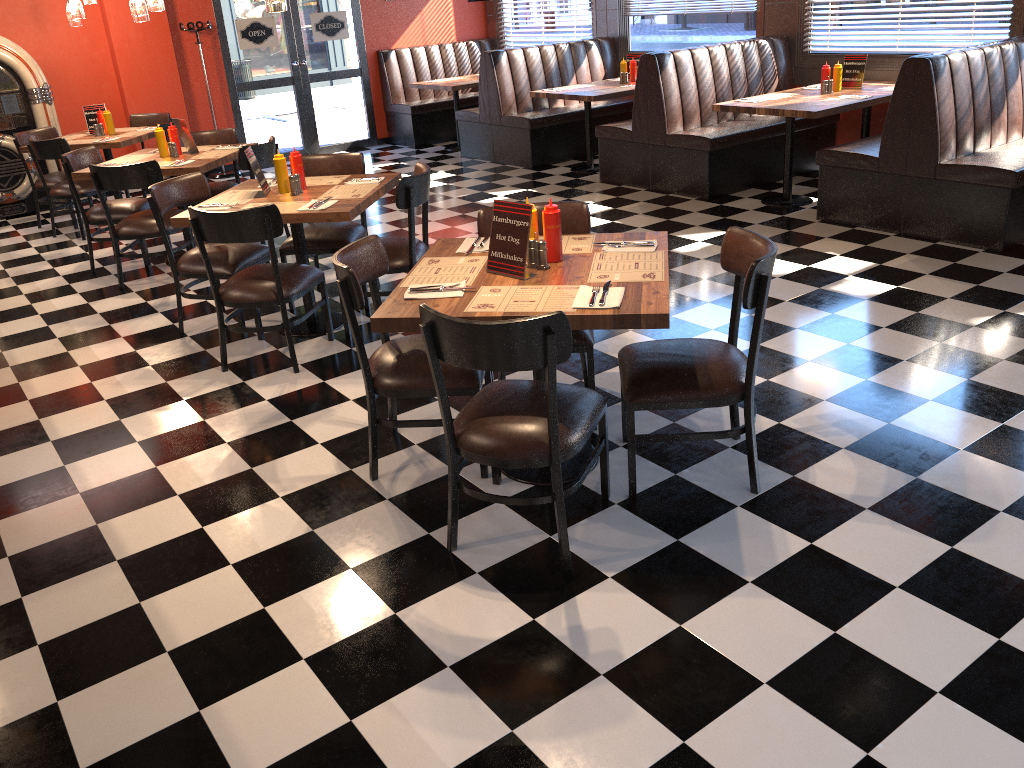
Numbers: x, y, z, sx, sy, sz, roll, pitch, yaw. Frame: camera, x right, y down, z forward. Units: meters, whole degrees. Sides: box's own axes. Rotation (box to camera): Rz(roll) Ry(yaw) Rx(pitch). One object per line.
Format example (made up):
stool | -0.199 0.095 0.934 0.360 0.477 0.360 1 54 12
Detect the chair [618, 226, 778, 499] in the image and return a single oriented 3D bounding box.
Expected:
chair | 0.662 -0.085 3.207 0.544 0.854 0.494 -3 23 5

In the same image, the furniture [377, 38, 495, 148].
furniture | -0.750 -3.785 11.417 1.720 1.136 0.712 -20 27 -31

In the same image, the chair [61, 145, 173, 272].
chair | -2.976 -1.330 6.652 0.544 0.854 0.494 -3 23 3

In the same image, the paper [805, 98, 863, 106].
paper | 2.394 -2.100 6.594 0.368 0.001 0.263 -22 29 -33

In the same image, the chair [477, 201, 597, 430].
chair | 0.112 -0.301 3.790 0.486 0.854 0.553 -3 23 5

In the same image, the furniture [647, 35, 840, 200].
furniture | 2.060 -2.379 7.759 1.720 1.136 0.712 -20 27 -31

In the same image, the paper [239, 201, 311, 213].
paper | -1.234 -0.907 4.564 0.365 0.001 0.265 -1 24 8

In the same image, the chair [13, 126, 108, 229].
chair | -4.163 -1.910 8.165 0.545 0.854 0.494 3 24 18

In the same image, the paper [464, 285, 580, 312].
paper | 0.047 -0.284 2.938 0.365 0.001 0.265 1 25 12

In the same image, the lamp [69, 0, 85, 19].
lamp | -3.823 -4.056 7.309 0.108 1.935 0.110 -2 22 7

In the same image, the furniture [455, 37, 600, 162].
furniture | 0.239 -3.290 10.128 1.720 1.136 0.712 -20 27 -31

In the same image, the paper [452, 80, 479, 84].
paper | -0.481 -3.471 10.186 0.368 0.001 0.263 -22 29 -34

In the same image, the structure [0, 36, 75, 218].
structure | -5.093 -2.501 8.572 1.303 1.741 0.505 -20 27 -32

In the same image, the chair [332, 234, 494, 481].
chair | -0.368 -0.116 3.461 0.544 0.854 0.494 -2 23 5

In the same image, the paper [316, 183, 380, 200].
paper | -0.888 -1.047 4.817 0.261 0.001 0.371 -1 24 8

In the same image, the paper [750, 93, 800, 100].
paper | 2.110 -2.317 7.132 0.368 0.001 0.263 -20 28 -31

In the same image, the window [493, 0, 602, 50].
window | 0.389 -4.842 10.827 0.128 1.687 2.046 -19 27 -31

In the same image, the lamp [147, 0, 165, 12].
lamp | -2.524 -3.469 5.760 0.109 1.935 0.110 12 27 34

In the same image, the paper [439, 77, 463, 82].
paper | -0.769 -3.687 10.723 0.368 0.001 0.263 -20 28 -31

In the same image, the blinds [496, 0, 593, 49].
blinds | 0.332 -4.835 10.771 0.100 1.609 1.886 -19 27 -31

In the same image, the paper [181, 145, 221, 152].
paper | -2.448 -1.800 6.786 0.365 0.001 0.265 -1 24 8

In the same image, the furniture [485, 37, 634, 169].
furniture | 0.655 -3.082 9.588 1.720 1.136 0.712 -20 27 -31

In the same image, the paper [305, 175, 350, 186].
paper | -1.154 -1.187 5.179 0.365 0.001 0.265 -1 24 8

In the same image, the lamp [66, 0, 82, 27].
lamp | -3.902 -4.034 7.417 0.109 1.935 0.110 11 27 34

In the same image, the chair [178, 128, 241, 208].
chair | -2.368 -1.553 7.043 0.487 0.854 0.552 -9 23 -10

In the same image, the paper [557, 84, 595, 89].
paper | 0.643 -2.986 8.897 0.367 0.001 0.263 -19 28 -30

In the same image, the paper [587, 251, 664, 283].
paper | 0.416 -0.425 3.188 0.261 0.001 0.371 0 24 10

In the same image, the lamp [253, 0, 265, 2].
lamp | -1.360 -2.880 4.230 0.108 1.935 0.110 -2 22 7

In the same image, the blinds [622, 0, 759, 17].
blinds | 1.725 -4.325 8.859 0.101 1.187 1.886 -19 27 -31

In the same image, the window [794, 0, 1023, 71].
window | 3.200 -3.436 7.168 0.128 1.687 2.046 -19 27 -31

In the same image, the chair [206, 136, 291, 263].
chair | -1.931 -1.331 6.466 0.544 0.854 0.494 1 23 14

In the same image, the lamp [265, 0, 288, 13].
lamp | -1.272 -2.794 4.166 0.109 1.935 0.110 -14 24 -21

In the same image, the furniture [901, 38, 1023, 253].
furniture | 3.465 -1.676 5.929 1.720 1.136 0.712 -20 27 -31

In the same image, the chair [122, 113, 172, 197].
chair | -3.553 -2.179 8.661 0.487 0.854 0.553 4 24 19

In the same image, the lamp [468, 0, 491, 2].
lamp | -0.406 -5.417 10.000 0.382 2.012 0.388 1 23 13

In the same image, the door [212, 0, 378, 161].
door | -2.534 -3.967 10.426 1.812 2.532 0.129 -20 27 -32

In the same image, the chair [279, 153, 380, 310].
chair | -1.136 -0.956 5.483 0.486 0.854 0.553 0 23 10

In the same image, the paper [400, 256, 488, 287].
paper | -0.245 -0.421 3.297 0.261 0.001 0.371 0 24 10

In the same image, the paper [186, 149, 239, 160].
paper | -2.169 -1.674 6.453 0.261 0.001 0.371 -1 24 9

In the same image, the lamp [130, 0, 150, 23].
lamp | -2.610 -3.375 5.707 0.109 1.935 0.110 -14 24 -21

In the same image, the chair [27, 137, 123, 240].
chair | -3.796 -1.736 7.708 0.487 0.854 0.552 8 26 28

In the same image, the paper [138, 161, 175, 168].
paper | -2.533 -1.531 6.198 0.365 0.001 0.265 0 24 11

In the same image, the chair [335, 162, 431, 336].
chair | -0.680 -0.759 4.960 0.544 0.854 0.494 -2 23 7

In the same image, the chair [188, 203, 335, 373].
chair | -1.288 -0.537 4.570 0.486 0.854 0.553 1 23 13

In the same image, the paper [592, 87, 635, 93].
paper | 0.973 -2.778 8.372 0.367 0.001 0.263 -19 28 -30

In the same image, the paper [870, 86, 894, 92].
paper | 3.059 -2.340 7.015 0.367 0.001 0.263 -19 28 -30

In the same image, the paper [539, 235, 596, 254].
paper | 0.143 -0.553 3.524 0.365 0.001 0.265 0 24 9

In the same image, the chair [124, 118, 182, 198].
chair | -3.211 -1.937 8.055 0.544 0.854 0.494 -6 23 -2

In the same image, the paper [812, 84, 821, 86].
paper | 2.726 -2.547 7.539 0.367 0.001 0.263 -19 28 -30

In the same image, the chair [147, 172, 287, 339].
chair | -1.725 -0.759 5.147 0.545 0.854 0.494 3 24 18

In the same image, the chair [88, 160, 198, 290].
chair | -2.520 -1.134 6.130 0.486 0.854 0.553 -2 23 5

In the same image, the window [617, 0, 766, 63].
window | 1.795 -4.139 8.997 0.128 1.687 2.046 -19 27 -31

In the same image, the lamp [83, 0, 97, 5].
lamp | -3.740 -4.202 7.351 0.108 1.935 0.110 -6 22 -2

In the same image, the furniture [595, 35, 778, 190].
furniture | 1.645 -2.587 8.299 1.720 1.136 0.712 -20 27 -31

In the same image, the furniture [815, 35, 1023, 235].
furniture | 3.050 -1.884 6.470 1.720 1.136 0.712 -20 27 -31

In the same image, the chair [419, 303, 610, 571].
chair | 0.022 0.100 2.906 0.487 0.854 0.552 4 24 21

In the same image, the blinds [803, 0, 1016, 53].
blinds | 3.143 -3.465 7.095 0.101 1.528 1.886 -19 27 -31

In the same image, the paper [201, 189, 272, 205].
paper | -1.523 -1.037 4.908 0.261 0.001 0.371 0 24 11
